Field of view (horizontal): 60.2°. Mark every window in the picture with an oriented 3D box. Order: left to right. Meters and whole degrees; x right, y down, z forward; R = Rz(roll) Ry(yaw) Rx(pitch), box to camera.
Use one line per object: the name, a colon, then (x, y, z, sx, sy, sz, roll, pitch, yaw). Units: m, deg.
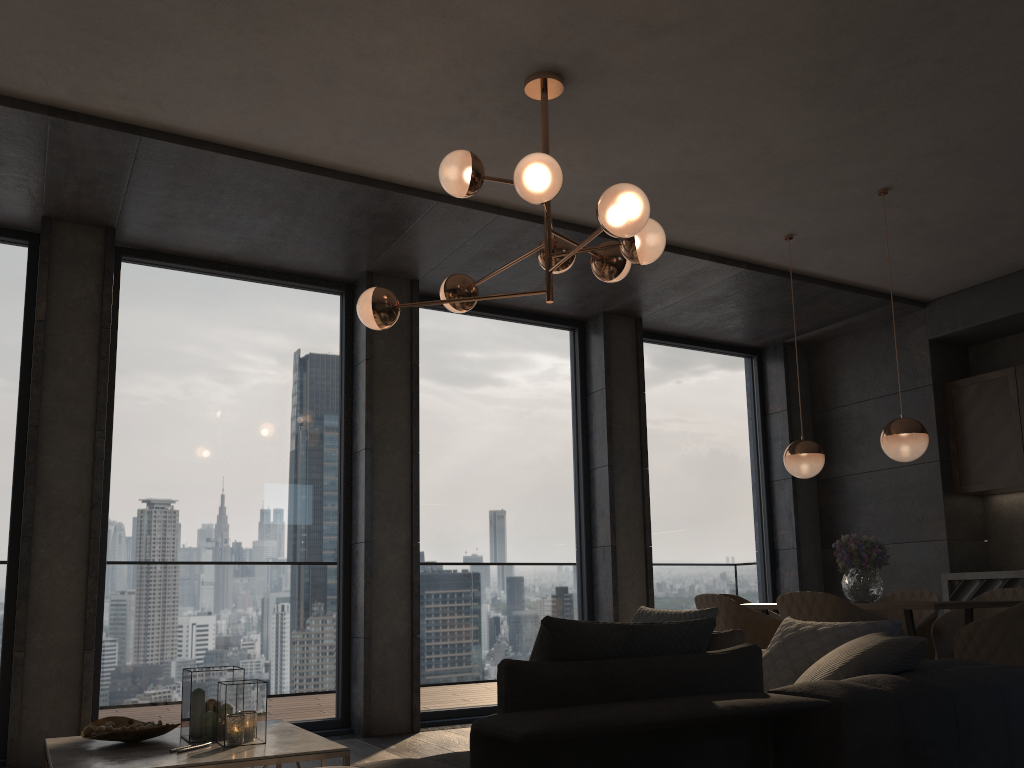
window: (-0.913, 0.795, 5.993, 7.288, 2.957, 0.201, 6, -11, -29)

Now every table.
table: (-1.198, 1.485, 3.259, 0.933, 0.304, 0.943, 6, -15, -28)
table: (1.941, 1.590, 4.848, 0.771, 0.757, 1.487, 5, -14, -28)

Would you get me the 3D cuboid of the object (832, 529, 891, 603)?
object: (1.962, 1.017, 4.941, 0.299, 0.403, 0.332, -7, -12, 30)

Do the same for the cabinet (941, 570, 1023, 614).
cabinet: (4.261, 1.521, 5.133, 0.602, 0.935, 3.439, 4, -14, -28)

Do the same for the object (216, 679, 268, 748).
object: (-1.002, 1.217, 3.274, 0.150, 0.217, 0.150, 5, -12, -29)

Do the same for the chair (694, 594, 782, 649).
chair: (1.306, 1.562, 4.820, 0.511, 0.824, 0.563, 3, -11, -20)

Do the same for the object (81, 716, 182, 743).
object: (-1.433, 1.309, 3.330, 0.350, 0.082, 0.350, -11, -17, 37)

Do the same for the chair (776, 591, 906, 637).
chair: (1.607, 1.428, 4.294, 0.512, 0.824, 0.561, 6, -12, -34)

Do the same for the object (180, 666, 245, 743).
object: (-1.162, 1.236, 3.423, 0.197, 0.257, 0.202, 5, -12, -29)

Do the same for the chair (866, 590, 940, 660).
chair: (2.325, 1.675, 5.363, 0.512, 0.824, 0.561, 6, -12, -34)

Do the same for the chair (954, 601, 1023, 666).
chair: (2.363, 1.353, 4.047, 0.556, 0.824, 0.517, 4, -11, -24)

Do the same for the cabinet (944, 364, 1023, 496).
cabinet: (4.334, 0.063, 5.416, 0.370, 0.851, 3.440, 4, -14, -28)

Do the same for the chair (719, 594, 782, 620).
chair: (1.496, 1.759, 5.645, 0.556, 0.824, 0.517, 4, -11, -24)

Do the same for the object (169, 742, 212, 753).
object: (-1.138, 1.294, 3.146, 0.046, 0.012, 0.183, -6, -15, 21)

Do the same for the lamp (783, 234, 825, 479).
lamp: (1.759, -0.180, 5.454, 0.239, 1.522, 0.242, 3, -10, -23)

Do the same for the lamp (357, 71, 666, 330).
lamp: (0.131, -0.782, 3.905, 1.474, 1.023, 1.024, -10, -14, 36)

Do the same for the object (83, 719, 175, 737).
object: (-1.439, 1.309, 3.324, 0.326, 0.071, 0.280, 10, -17, -39)

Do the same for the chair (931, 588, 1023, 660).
chair: (2.621, 1.529, 4.791, 0.512, 0.824, 0.562, 5, -12, -29)

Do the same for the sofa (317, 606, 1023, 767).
sofa: (0.054, 1.114, 2.782, 2.920, 0.772, 2.051, 6, -15, -29)

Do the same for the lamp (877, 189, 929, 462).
lamp: (2.099, -0.334, 4.850, 0.240, 1.522, 0.241, -8, -11, 36)
